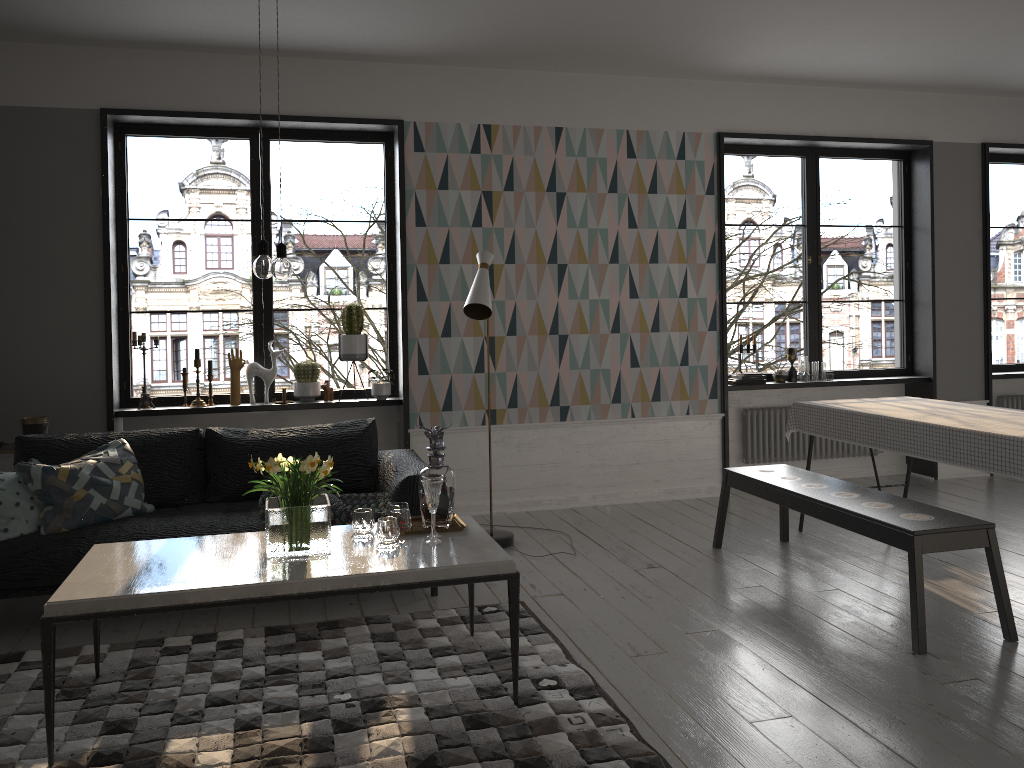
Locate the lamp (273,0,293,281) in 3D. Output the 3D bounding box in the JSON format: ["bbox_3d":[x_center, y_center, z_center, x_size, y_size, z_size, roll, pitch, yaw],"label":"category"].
[{"bbox_3d":[-0.365,-1.111,2.701,1.396,1.535,0.074,1,2,44],"label":"lamp"}]

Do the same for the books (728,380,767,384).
[{"bbox_3d":[1.721,-0.022,6.566,0.271,0.019,0.184,-2,4,-15],"label":"books"}]

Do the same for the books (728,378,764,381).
[{"bbox_3d":[1.730,-0.037,6.563,0.216,0.011,0.174,-2,4,-9],"label":"books"}]

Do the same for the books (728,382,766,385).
[{"bbox_3d":[1.721,-0.007,6.558,0.268,0.011,0.162,-2,4,-12],"label":"books"}]

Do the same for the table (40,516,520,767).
[{"bbox_3d":[-0.766,0.847,3.125,1.456,0.510,0.733,-2,3,-15],"label":"table"}]

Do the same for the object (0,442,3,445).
[{"bbox_3d":[-3.036,0.352,4.927,0.318,0.015,0.247,-2,4,-15],"label":"object"}]

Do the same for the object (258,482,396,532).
[{"bbox_3d":[-0.854,0.655,4.204,0.667,0.328,0.491,-2,3,-20],"label":"object"}]

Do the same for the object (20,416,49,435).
[{"bbox_3d":[-2.685,0.270,4.980,0.138,0.160,0.142,0,2,23],"label":"object"}]

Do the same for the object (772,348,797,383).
[{"bbox_3d":[2.049,-0.141,6.636,0.194,0.256,0.115,-1,1,-5],"label":"object"}]

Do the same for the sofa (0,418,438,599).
[{"bbox_3d":[-1.514,0.634,4.331,2.341,0.797,0.972,-2,3,-15],"label":"sofa"}]

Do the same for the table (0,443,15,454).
[{"bbox_3d":[-2.883,0.661,4.968,0.742,0.679,0.339,-2,1,-15],"label":"table"}]

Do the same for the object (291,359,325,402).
[{"bbox_3d":[-1.344,-0.028,5.795,0.235,0.282,0.213,-3,3,-41],"label":"object"}]

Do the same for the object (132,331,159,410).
[{"bbox_3d":[-2.294,-0.088,5.487,0.162,0.490,0.145,-1,1,21],"label":"object"}]

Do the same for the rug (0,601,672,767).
[{"bbox_3d":[-0.940,1.106,2.917,2.527,0.034,1.774,-2,4,-15],"label":"rug"}]

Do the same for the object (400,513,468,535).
[{"bbox_3d":[-0.351,0.549,3.455,0.318,0.015,0.247,-2,4,-15],"label":"object"}]

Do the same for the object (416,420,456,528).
[{"bbox_3d":[-0.295,0.345,3.480,0.148,0.417,0.156,-1,1,5],"label":"object"}]

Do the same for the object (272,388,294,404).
[{"bbox_3d":[-1.469,0.074,5.704,0.123,0.099,0.123,-1,3,8],"label":"object"}]

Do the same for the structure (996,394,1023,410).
[{"bbox_3d":[4.599,0.288,7.462,1.223,0.428,0.149,-2,1,-17],"label":"structure"}]

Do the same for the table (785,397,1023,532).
[{"bbox_3d":[2.316,0.546,4.476,0.932,0.783,2.029,-2,4,-15],"label":"table"}]

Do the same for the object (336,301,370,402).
[{"bbox_3d":[-1.036,-0.226,5.768,0.236,0.670,0.228,-2,1,-44],"label":"object"}]

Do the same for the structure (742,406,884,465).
[{"bbox_3d":[2.332,0.375,6.864,1.223,0.428,0.149,-2,1,-17],"label":"structure"}]

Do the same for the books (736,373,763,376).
[{"bbox_3d":[1.759,-0.073,6.559,0.153,0.017,0.124,-2,4,-13],"label":"books"}]

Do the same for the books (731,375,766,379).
[{"bbox_3d":[1.754,-0.053,6.563,0.198,0.022,0.163,-2,4,-14],"label":"books"}]

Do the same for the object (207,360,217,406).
[{"bbox_3d":[-1.923,-0.013,5.639,0.075,0.300,0.076,-1,1,16],"label":"object"}]

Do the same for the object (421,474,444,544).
[{"bbox_3d":[-0.290,0.459,3.265,0.082,0.227,0.168,-1,2,-3],"label":"object"}]

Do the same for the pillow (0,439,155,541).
[{"bbox_3d":[-2.104,0.482,4.119,0.799,0.361,0.444,-3,4,-33],"label":"pillow"}]

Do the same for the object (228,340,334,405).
[{"bbox_3d":[-1.485,-0.076,5.709,0.662,0.409,0.134,-2,1,-14],"label":"object"}]

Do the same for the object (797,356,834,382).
[{"bbox_3d":[2.287,-0.119,6.709,0.268,0.192,0.153,-2,2,-15],"label":"object"}]

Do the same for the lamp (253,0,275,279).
[{"bbox_3d":[-0.391,-1.100,2.565,1.396,1.535,0.074,1,2,44],"label":"lamp"}]

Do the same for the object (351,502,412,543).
[{"bbox_3d":[-0.450,0.527,3.366,0.246,0.087,0.279,-4,5,-37],"label":"object"}]

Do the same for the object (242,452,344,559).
[{"bbox_3d":[-0.775,0.414,3.147,0.352,0.351,0.325,-2,2,-13],"label":"object"}]

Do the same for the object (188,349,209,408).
[{"bbox_3d":[-1.979,-0.044,5.571,0.123,0.375,0.123,-1,1,-10],"label":"object"}]

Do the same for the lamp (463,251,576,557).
[{"bbox_3d":[-0.052,0.062,5.379,0.680,1.700,1.248,-1,2,-16],"label":"lamp"}]

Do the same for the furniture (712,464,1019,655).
[{"bbox_3d":[1.564,0.742,4.247,0.466,0.454,1.673,-2,4,-15],"label":"furniture"}]

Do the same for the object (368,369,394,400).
[{"bbox_3d":[-0.858,0.002,5.789,0.171,0.203,0.247,-2,3,-12],"label":"object"}]

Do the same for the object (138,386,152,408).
[{"bbox_3d":[-2.312,0.074,5.566,0.084,0.151,0.084,-1,1,-11],"label":"object"}]
